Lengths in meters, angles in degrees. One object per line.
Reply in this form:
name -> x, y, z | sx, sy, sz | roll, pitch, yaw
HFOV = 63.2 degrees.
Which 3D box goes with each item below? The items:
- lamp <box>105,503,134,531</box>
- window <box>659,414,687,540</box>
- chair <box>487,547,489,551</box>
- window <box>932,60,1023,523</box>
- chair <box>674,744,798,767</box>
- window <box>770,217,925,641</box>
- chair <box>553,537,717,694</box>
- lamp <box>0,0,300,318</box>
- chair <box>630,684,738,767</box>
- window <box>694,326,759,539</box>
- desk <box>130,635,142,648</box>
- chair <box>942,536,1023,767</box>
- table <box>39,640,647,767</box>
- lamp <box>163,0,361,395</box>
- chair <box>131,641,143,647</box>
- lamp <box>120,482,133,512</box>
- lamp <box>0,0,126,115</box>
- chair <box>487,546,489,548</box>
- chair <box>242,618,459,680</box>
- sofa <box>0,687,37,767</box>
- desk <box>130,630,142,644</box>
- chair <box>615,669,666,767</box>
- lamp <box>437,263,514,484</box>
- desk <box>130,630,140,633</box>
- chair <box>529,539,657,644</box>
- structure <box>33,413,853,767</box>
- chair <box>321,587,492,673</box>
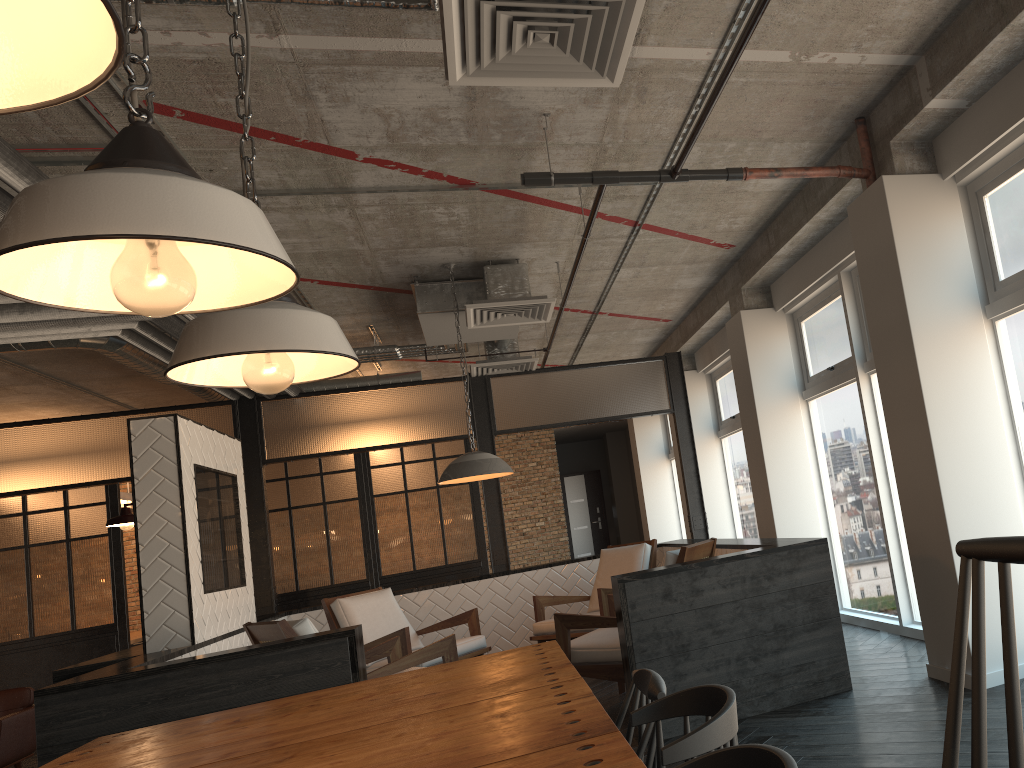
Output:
lamp -> -2.213, 0.759, 4.812 | 0.264, 0.170, 0.166 | 0, -12, -44
window -> 2.403, 1.315, 11.146 | 0.262, 2.854, 2.342 | -7, -8, -3
chair -> -0.539, 2.513, 9.945 | 0.762, 1.055, 0.643 | -6, -8, -12
window -> 2.660, -0.157, 3.346 | 0.262, 2.854, 2.342 | -7, -8, -3
chair -> 0.230, 0.937, 1.133 | 0.486, 0.732, 0.347 | -6, -8, -13
window -> 2.575, 0.333, 5.942 | 0.262, 2.854, 2.342 | -7, -8, -3
chair -> 0.794, 1.474, 5.056 | 0.856, 0.900, 0.794 | -12, -9, 22
lamp -> -0.608, -0.945, 1.268 | 0.360, 1.725, 0.374 | -8, -7, 7
chair -> 0.273, 1.020, 1.624 | 0.486, 0.732, 0.347 | -6, -8, -13
window -> 2.489, 0.824, 8.544 | 0.262, 2.854, 2.342 | -7, -8, -3
desk -> -4.293, 3.087, 8.668 | 0.865, 0.714, 1.544 | -8, -10, -7
chair -> 0.369, 0.682, 0.692 | 0.534, 1.026, 0.425 | -6, -7, -12
table -> -0.360, 0.903, 0.557 | 1.279, 0.785, 3.527 | -8, -10, -5
lamp -> -0.628, -0.828, 1.887 | 0.360, 1.725, 0.374 | -8, -7, 7
chair -> -3.873, 2.871, 8.837 | 0.762, 1.055, 0.643 | -6, -8, -12
lamp -> -5.020, 0.993, 9.455 | 0.319, 0.850, 3.212 | -7, -10, -3
lamp -> -0.587, -1.062, 0.648 | 0.375, 1.725, 0.359 | -7, -7, 0
chair -> -0.590, 2.804, 11.483 | 0.762, 1.055, 0.643 | -6, -8, -12
chair -> -0.821, 1.654, 4.551 | 1.090, 0.900, 0.615 | -1, -11, -41
sofa -> -4.290, 2.576, 5.648 | 1.771, 0.633, 0.618 | -6, -9, -17
desk -> -4.343, 3.374, 10.189 | 0.865, 0.714, 1.544 | -8, -10, -7
chair -> 0.186, 1.112, 2.015 | 0.506, 0.721, 0.347 | -6, -8, -13
lamp -> -0.342, -0.100, 5.863 | 0.532, 1.534, 0.490 | -7, -7, -4
desk -> -5.177, 3.464, 9.912 | 0.865, 0.714, 1.544 | -8, -10, -7
chair -> 0.720, 1.768, 6.593 | 0.621, 0.900, 1.082 | -15, -11, 39
structure -> -0.393, 1.168, 5.661 | 4.323, 2.098, 3.442 | -7, -9, -12
chair -> -0.772, 1.913, 6.013 | 0.838, 0.900, 0.808 | -13, -9, 27
